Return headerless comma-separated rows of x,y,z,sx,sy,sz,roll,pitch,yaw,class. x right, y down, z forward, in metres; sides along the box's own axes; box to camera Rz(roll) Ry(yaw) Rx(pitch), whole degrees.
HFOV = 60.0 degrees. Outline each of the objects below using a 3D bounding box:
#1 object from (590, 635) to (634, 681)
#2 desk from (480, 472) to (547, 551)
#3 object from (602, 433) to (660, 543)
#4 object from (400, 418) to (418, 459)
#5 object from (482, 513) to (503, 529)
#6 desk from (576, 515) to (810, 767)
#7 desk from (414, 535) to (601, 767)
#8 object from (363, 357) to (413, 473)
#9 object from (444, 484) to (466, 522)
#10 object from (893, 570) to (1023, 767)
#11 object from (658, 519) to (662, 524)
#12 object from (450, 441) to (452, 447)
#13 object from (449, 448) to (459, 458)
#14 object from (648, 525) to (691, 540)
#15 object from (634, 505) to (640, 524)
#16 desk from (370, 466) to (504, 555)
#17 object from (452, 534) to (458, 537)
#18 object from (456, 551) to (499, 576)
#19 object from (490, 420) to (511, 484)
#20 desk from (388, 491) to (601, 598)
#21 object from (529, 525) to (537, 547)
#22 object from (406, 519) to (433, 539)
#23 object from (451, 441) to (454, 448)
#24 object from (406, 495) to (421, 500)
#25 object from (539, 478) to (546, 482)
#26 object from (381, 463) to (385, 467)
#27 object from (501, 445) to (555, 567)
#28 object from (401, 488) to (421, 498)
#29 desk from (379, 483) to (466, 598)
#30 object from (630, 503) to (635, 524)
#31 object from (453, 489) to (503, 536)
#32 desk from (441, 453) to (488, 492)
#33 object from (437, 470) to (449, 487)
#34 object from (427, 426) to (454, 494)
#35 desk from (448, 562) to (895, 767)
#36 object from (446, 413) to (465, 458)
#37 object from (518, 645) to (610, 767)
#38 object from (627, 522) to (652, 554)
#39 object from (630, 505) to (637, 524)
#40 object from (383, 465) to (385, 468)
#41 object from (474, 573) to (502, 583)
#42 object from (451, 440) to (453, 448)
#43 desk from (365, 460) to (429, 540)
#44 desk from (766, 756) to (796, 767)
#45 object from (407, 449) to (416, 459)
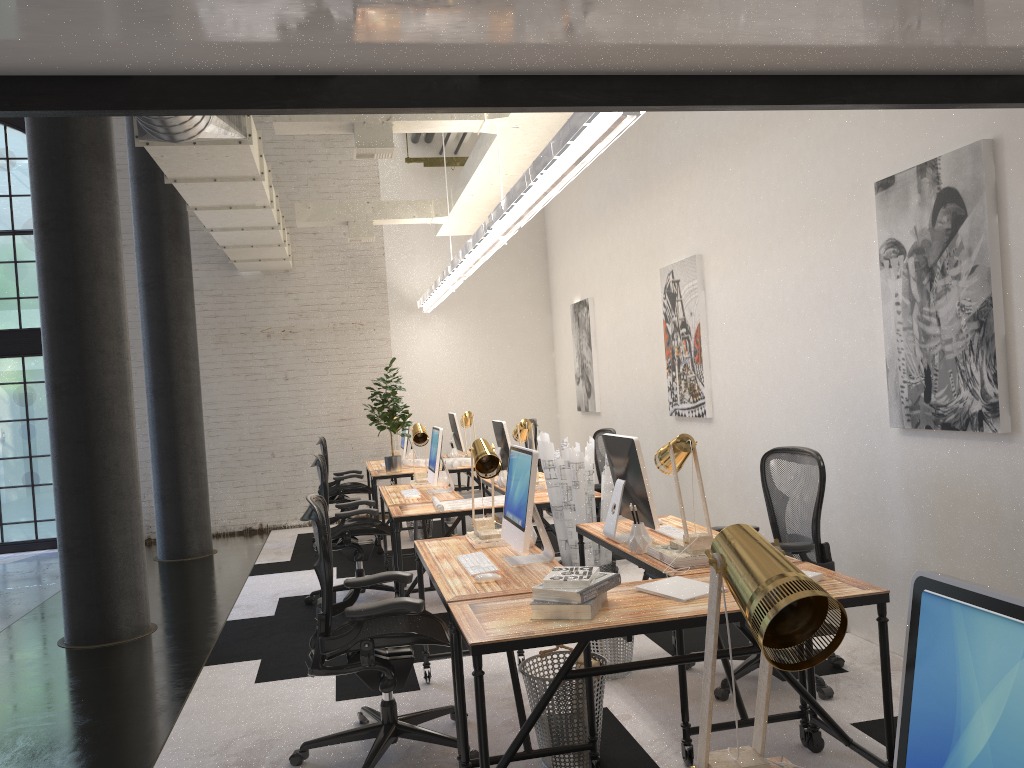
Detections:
0.473,1.236,4.449,0.353,0.435,0.359,-4,0,-15,object
0.144,1.120,6.866,0.529,0.724,1.401,-4,0,-11,desk
0.523,0.479,4.126,0.189,0.485,0.484,-4,0,-11,object
-1.091,0.586,9.228,0.189,0.485,0.484,-4,0,-11,object
-0.131,1.286,7.283,0.353,0.435,0.359,-4,0,-15,object
0.747,1.069,4.032,0.529,0.724,1.401,-4,0,-11,desk
-0.083,1.126,3.875,0.529,0.724,1.401,-4,0,-11,desk
-1.164,0.292,8.331,0.438,1.078,0.514,-4,1,-20,object
-0.675,1.311,9.910,0.353,0.435,0.359,-4,0,-15,object
0.563,0.467,0.872,0.189,0.485,0.484,-4,0,-11,object
0.705,0.695,4.469,0.106,0.029,0.059,-4,0,-10,object
-0.617,0.691,9.233,0.054,0.207,0.008,-4,1,-24,object
-0.605,0.732,9.246,0.101,0.127,0.101,-4,0,34,object
0.762,0.696,4.146,0.118,0.017,0.439,-4,0,-11,object
0.543,0.615,3.770,0.008,0.207,0.054,-3,1,44,object
-0.621,1.156,8.463,1.400,0.724,0.529,-4,0,-11,desk
-0.391,1.302,6.296,0.353,0.435,0.359,-4,0,-15,object
-0.149,0.759,3.752,0.118,0.017,0.439,-4,0,-11,object
-0.080,0.530,6.960,0.189,0.485,0.484,-4,0,-11,object
-0.078,1.132,5.836,1.400,0.724,0.529,-4,0,-11,desk
0.063,0.691,4.112,0.101,0.127,0.101,-4,0,34,object
-0.935,1.326,8.924,0.353,0.435,0.359,-4,0,-15,object
-0.604,0.690,9.231,0.008,0.207,0.054,-3,1,44,object
-0.697,0.798,6.263,0.106,0.029,0.059,-4,0,-10,object
0.159,0.747,6.980,0.118,0.017,0.439,-4,0,-11,object
-1.297,0.834,9.213,0.118,0.017,0.439,-4,0,-11,object
0.057,0.511,3.767,0.189,0.485,0.484,-4,0,-11,object
-0.753,0.810,6.586,0.118,0.017,0.439,-4,0,-11,object
-0.687,1.177,6.709,0.529,0.724,1.401,-4,0,-11,desk
0.530,0.615,3.796,0.008,0.207,0.054,-4,1,-28,object
-0.295,1.273,8.676,0.543,0.455,0.221,-4,1,-11,object
-0.400,1.144,9.493,0.529,0.724,1.401,-4,0,-11,desk
-0.541,0.742,6.946,0.101,0.127,0.101,-4,0,34,object
-0.547,0.562,6.601,0.189,0.485,0.484,-4,0,-11,object
0.526,1.081,3.001,1.400,0.724,0.529,-4,0,-11,desk
-0.624,0.554,9.587,0.189,0.485,0.484,-4,0,-11,object
0.212,1.251,3.462,0.353,0.435,0.359,-4,0,-15,object
0.542,0.657,3.785,0.101,0.127,0.101,-4,0,34,object
0.531,0.616,3.772,0.054,0.207,0.008,-4,1,-24,object
-1.241,0.822,8.890,0.106,0.029,0.059,-4,0,-10,object
-0.094,0.747,3.429,0.106,0.029,0.059,-4,0,-10,object
-0.618,0.690,9.257,0.008,0.207,0.054,-4,1,-28,object
-1.230,1.201,9.337,0.529,0.724,1.401,-4,0,-11,desk
0.424,1.082,0.981,0.529,0.724,1.401,-4,0,-11,desk
-1.085,0.766,9.573,0.101,0.127,0.101,-4,0,34,object
